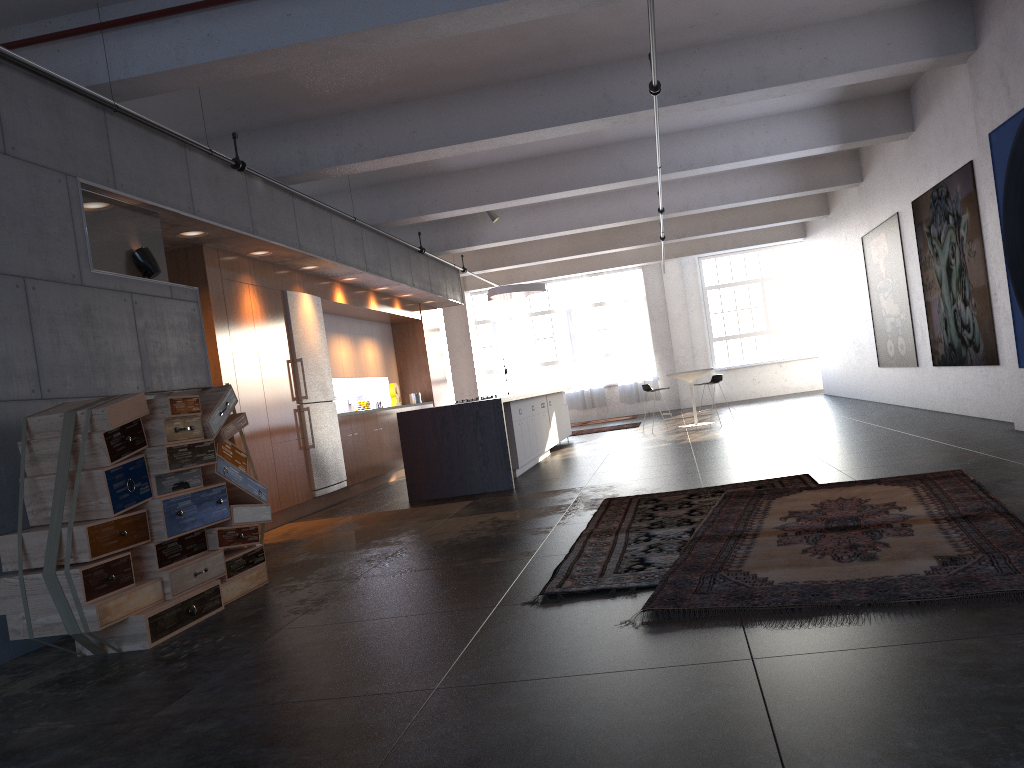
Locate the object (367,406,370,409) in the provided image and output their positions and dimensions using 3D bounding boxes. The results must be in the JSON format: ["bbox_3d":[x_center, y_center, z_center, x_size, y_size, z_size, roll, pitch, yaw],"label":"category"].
[{"bbox_3d":[-2.095,0.350,12.851,0.061,0.053,0.053,-8,0,-4],"label":"object"}]

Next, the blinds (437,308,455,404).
[{"bbox_3d":[-1.421,-0.720,23.231,1.020,3.715,0.316,-8,1,7],"label":"blinds"}]

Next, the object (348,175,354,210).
[{"bbox_3d":[-2.127,0.299,12.857,0.065,0.053,0.050,-8,0,-43],"label":"object"}]

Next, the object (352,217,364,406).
[{"bbox_3d":[-2.154,0.307,12.905,0.051,0.053,0.063,-8,0,16],"label":"object"}]

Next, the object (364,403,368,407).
[{"bbox_3d":[-1.980,-0.828,11.634,0.054,2.229,2.388,-8,0,-14],"label":"object"}]

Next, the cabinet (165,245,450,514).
[{"bbox_3d":[-3.057,0.105,12.199,2.365,2.563,8.152,-8,0,10],"label":"cabinet"}]

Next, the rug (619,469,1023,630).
[{"bbox_3d":[1.814,0.779,4.836,1.854,0.048,3.563,-8,-1,19],"label":"rug"}]

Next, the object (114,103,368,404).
[{"bbox_3d":[-2.375,-0.796,9.401,0.053,2.169,6.872,-8,0,2],"label":"object"}]

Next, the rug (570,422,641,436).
[{"bbox_3d":[1.189,1.011,18.117,2.868,0.029,1.865,-8,-1,9],"label":"rug"}]

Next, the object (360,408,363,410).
[{"bbox_3d":[-2.179,0.365,12.811,0.051,0.055,0.061,-8,0,0],"label":"object"}]

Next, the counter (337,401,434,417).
[{"bbox_3d":[-2.497,0.454,12.892,1.598,0.039,4.486,-8,-1,10],"label":"counter"}]

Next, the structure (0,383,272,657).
[{"bbox_3d":[-2.017,0.686,5.081,0.634,1.315,1.924,-8,0,10],"label":"structure"}]

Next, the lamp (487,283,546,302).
[{"bbox_3d":[-0.041,-1.577,15.309,1.026,0.130,1.059,-8,-1,-35],"label":"lamp"}]

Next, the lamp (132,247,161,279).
[{"bbox_3d":[-2.629,-0.848,6.331,0.213,0.259,0.170,-8,1,-10],"label":"lamp"}]

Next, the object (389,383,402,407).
[{"bbox_3d":[-1.863,0.172,14.137,0.099,0.381,0.276,-8,0,10],"label":"object"}]

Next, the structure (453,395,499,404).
[{"bbox_3d":[-0.455,0.215,11.708,0.509,0.072,0.643,-8,-1,9],"label":"structure"}]

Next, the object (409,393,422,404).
[{"bbox_3d":[-1.608,0.243,14.750,0.194,0.170,0.187,-8,0,-32],"label":"object"}]

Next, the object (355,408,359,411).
[{"bbox_3d":[-4.601,1.170,6.865,0.054,1.095,12.912,-8,0,22],"label":"object"}]

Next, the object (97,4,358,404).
[{"bbox_3d":[-2.234,0.284,12.846,0.052,0.053,0.062,-8,0,-33],"label":"object"}]

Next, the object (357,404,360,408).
[{"bbox_3d":[-2.218,0.317,12.794,0.053,0.054,0.061,-8,0,0],"label":"object"}]

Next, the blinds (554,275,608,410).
[{"bbox_3d":[1.695,-1.173,22.756,1.032,3.699,0.340,-8,1,5],"label":"blinds"}]

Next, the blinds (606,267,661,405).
[{"bbox_3d":[3.030,-1.369,22.575,1.024,3.752,0.343,-8,1,6],"label":"blinds"}]

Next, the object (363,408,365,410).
[{"bbox_3d":[-2.933,-0.985,9.928,0.058,2.868,5.994,-8,0,11],"label":"object"}]

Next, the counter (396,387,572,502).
[{"bbox_3d":[-0.016,0.657,12.612,1.135,0.971,6.694,-8,-1,10],"label":"counter"}]

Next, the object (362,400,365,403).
[{"bbox_3d":[-2.670,-0.786,7.917,0.058,2.165,9.923,-8,-1,4],"label":"object"}]

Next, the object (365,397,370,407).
[{"bbox_3d":[-2.220,0.296,13.550,0.059,0.210,0.145,-8,1,10],"label":"object"}]

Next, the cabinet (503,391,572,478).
[{"bbox_3d":[0.106,0.676,13.217,0.916,0.930,5.680,-8,-1,10],"label":"cabinet"}]

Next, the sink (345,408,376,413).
[{"bbox_3d":[-2.189,0.473,11.926,0.520,0.192,0.733,-8,0,9],"label":"sink"}]

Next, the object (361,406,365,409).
[{"bbox_3d":[-2.152,0.337,12.783,0.052,0.053,0.062,-8,0,-9],"label":"object"}]

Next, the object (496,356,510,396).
[{"bbox_3d":[-0.198,0.290,21.036,1.173,1.920,1.061,-8,1,9],"label":"object"}]

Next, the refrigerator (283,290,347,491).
[{"bbox_3d":[-2.281,0.073,10.082,0.219,2.192,0.959,-8,1,7],"label":"refrigerator"}]

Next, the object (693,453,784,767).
[{"bbox_3d":[-1.390,1.455,9.756,19.628,0.001,27.357,-8,-1,9],"label":"object"}]

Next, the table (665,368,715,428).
[{"bbox_3d":[3.137,0.247,15.356,0.823,0.952,0.833,-8,0,9],"label":"table"}]

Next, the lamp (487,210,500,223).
[{"bbox_3d":[-0.309,-2.637,13.699,0.223,0.287,0.131,-8,1,-8],"label":"lamp"}]

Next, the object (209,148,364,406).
[{"bbox_3d":[-2.298,-0.799,10.009,0.056,2.190,5.630,-8,0,-1],"label":"object"}]

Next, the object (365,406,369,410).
[{"bbox_3d":[-1.569,-0.852,14.048,0.056,2.310,2.964,-8,0,28],"label":"object"}]

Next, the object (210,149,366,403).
[{"bbox_3d":[-2.140,0.260,12.909,0.063,0.051,0.053,-8,0,1],"label":"object"}]

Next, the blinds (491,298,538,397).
[{"bbox_3d":[0.040,-0.927,22.997,1.027,3.676,0.362,-8,1,7],"label":"blinds"}]

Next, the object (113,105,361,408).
[{"bbox_3d":[-2.201,0.327,12.856,0.052,0.053,0.061,-8,0,-38],"label":"object"}]

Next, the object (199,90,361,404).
[{"bbox_3d":[-2.206,0.266,12.788,0.058,0.060,0.051,-8,0,44],"label":"object"}]

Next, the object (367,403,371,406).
[{"bbox_3d":[-4.619,-0.494,7.426,0.061,2.210,11.977,-8,0,24],"label":"object"}]

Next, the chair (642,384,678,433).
[{"bbox_3d":[2.484,0.427,15.124,0.510,0.896,0.459,-8,1,-14],"label":"chair"}]

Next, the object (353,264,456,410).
[{"bbox_3d":[-4.731,1.128,6.832,0.937,1.215,13.347,-8,0,21],"label":"object"}]

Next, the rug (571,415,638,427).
[{"bbox_3d":[1.540,1.009,21.822,3.113,0.009,1.824,-8,-1,8],"label":"rug"}]

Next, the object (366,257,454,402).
[{"bbox_3d":[-2.101,0.258,12.875,0.056,0.060,0.053,-8,0,32],"label":"object"}]
